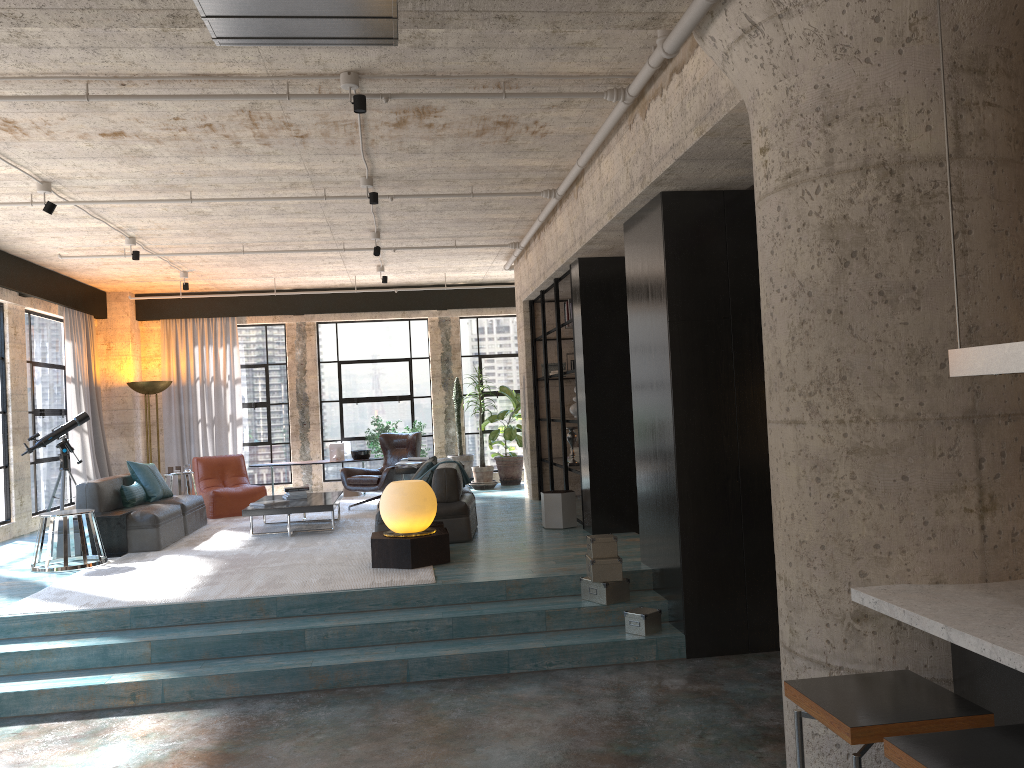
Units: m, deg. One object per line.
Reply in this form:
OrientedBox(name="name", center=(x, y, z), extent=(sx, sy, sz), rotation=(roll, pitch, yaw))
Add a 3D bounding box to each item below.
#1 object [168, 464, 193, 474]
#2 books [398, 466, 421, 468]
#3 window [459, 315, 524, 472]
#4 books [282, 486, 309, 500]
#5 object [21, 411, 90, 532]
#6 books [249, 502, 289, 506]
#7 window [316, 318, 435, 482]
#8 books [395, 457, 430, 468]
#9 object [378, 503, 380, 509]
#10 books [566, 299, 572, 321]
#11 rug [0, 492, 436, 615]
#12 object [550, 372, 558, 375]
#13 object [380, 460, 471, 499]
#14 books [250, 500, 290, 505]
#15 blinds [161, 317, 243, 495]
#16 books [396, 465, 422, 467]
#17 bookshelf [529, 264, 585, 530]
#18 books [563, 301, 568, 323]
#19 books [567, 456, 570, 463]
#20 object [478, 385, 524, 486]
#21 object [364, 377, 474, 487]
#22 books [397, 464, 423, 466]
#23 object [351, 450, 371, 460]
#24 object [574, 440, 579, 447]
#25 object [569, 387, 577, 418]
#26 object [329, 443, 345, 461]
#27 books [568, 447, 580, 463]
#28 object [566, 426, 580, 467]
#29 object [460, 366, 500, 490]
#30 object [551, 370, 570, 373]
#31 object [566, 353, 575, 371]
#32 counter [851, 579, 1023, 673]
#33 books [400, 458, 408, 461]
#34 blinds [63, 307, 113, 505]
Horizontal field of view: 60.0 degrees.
OrientedBox(name="object", center=(-4.016, 1.030, 10.735), extent=(0.206, 0.096, 0.287), rotation=(-4, -2, 33))
OrientedBox(name="books", center=(-1.167, 0.960, 10.336), extent=(0.252, 0.011, 0.318), rotation=(-2, -2, -20))
OrientedBox(name="window", center=(0.068, 0.141, 14.400), extent=(1.780, 2.530, 0.081), rotation=(-3, -1, -7))
OrientedBox(name="books", center=(-2.396, 1.208, 9.876), extent=(0.279, 0.116, 0.322), rotation=(-2, -2, -22))
OrientedBox(name="object", center=(-5.158, 1.025, 10.103), extent=(0.617, 1.406, 0.595), rotation=(-3, -1, -6))
OrientedBox(name="books", center=(-2.548, 1.254, 9.316), extent=(0.252, 0.011, 0.318), rotation=(-4, -2, 37))
OrientedBox(name="window", center=(-2.156, 0.244, 14.123), extent=(1.780, 2.530, 0.081), rotation=(-3, -1, -7))
OrientedBox(name="books", center=(-1.148, 0.912, 10.268), extent=(0.322, 0.109, 0.273), rotation=(-4, -2, 33))
OrientedBox(name="object", center=(-1.009, 1.124, 8.127), extent=(0.433, 0.185, 0.429), rotation=(-3, -1, -11))
OrientedBox(name="books", center=(0.722, -0.793, 9.745), extent=(0.221, 0.298, 0.258), rotation=(-3, -1, -7))
OrientedBox(name="rug", center=(-2.475, 1.579, 9.915), extent=(2.954, 0.032, 7.768), rotation=(-3, -1, -7))
OrientedBox(name="object", center=(0.584, -0.122, 10.536), extent=(0.179, 0.034, 0.243), rotation=(-2, -2, -29))
OrientedBox(name="object", center=(-0.887, 1.006, 9.049), extent=(0.985, 0.438, 0.444), rotation=(-3, -2, 19))
OrientedBox(name="books", center=(-2.540, 1.243, 9.318), extent=(0.252, 0.011, 0.318), rotation=(-4, -2, 42))
OrientedBox(name="blinds", center=(-4.726, 0.303, 13.445), extent=(1.187, 2.986, 0.404), rotation=(-3, -1, -6))
OrientedBox(name="books", center=(-1.165, 0.949, 10.320), extent=(0.252, 0.011, 0.318), rotation=(-2, -2, -30))
OrientedBox(name="bookshelf", center=(0.768, 0.151, 10.018), extent=(0.628, 2.571, 2.900), rotation=(-3, -1, -7))
OrientedBox(name="books", center=(0.694, -0.782, 9.990), extent=(0.216, 0.290, 0.231), rotation=(-3, -1, -7))
OrientedBox(name="books", center=(0.758, 0.876, 10.313), extent=(0.231, 0.068, 0.319), rotation=(-2, -1, -16))
OrientedBox(name="object", center=(-0.031, 0.794, 13.768), extent=(0.817, 1.543, 0.921), rotation=(-2, -2, -38))
OrientedBox(name="object", center=(-1.453, 0.779, 13.682), extent=(1.641, 1.708, 0.971), rotation=(-2, -2, -31))
OrientedBox(name="books", center=(-1.159, 0.938, 10.339), extent=(0.252, 0.011, 0.318), rotation=(-2, -2, -30))
OrientedBox(name="object", center=(-2.264, 1.061, 13.304), extent=(0.307, 0.129, 0.307), rotation=(-4, -2, 32))
OrientedBox(name="object", center=(0.851, 0.799, 10.705), extent=(0.284, 0.231, 0.335), rotation=(-3, -1, -7))
OrientedBox(name="object", center=(0.816, 0.185, 10.639), extent=(0.265, 0.432, 0.265), rotation=(-4, -2, 37))
OrientedBox(name="object", center=(-2.592, 1.008, 13.111), extent=(0.214, 0.259, 0.154), rotation=(-3, -1, -7))
OrientedBox(name="books", center=(0.810, 0.805, 9.987), extent=(0.306, 0.188, 0.257), rotation=(-2, -2, -42))
OrientedBox(name="object", center=(0.665, 0.686, 9.740), extent=(0.218, 0.433, 0.218), rotation=(-2, -1, -15))
OrientedBox(name="object", center=(-0.491, 0.645, 13.347), extent=(0.629, 1.863, 0.523), rotation=(-2, -2, -38))
OrientedBox(name="object", center=(0.591, -0.151, 10.533), extent=(0.166, 0.024, 0.227), rotation=(-2, -2, -28))
OrientedBox(name="object", center=(0.690, -0.237, 9.491), extent=(0.200, 0.200, 0.409), rotation=(-3, -1, 3))
OrientedBox(name="counter", center=(1.949, 0.692, 1.568), extent=(1.000, 0.046, 3.500), rotation=(-3, -1, -7))
OrientedBox(name="books", center=(-1.203, 0.939, 10.757), extent=(0.278, 0.075, 0.320), rotation=(-3, -1, -3))
OrientedBox(name="blinds", center=(-5.766, 0.316, 12.203), extent=(0.384, 2.985, 1.131), rotation=(-3, -1, -7))
